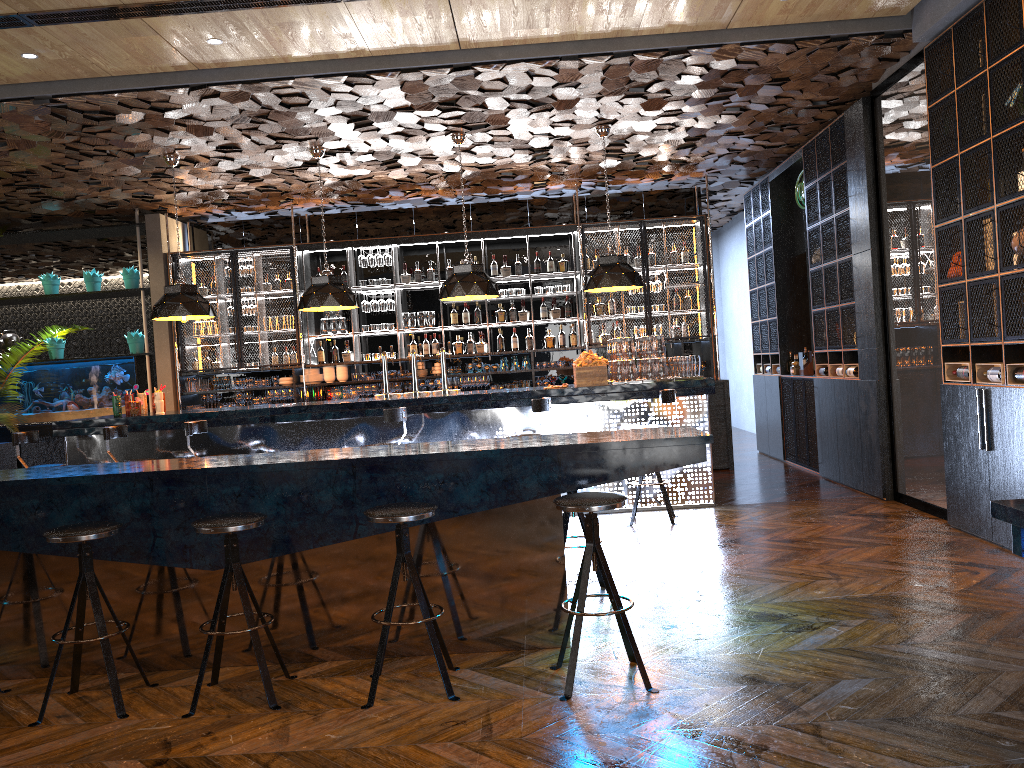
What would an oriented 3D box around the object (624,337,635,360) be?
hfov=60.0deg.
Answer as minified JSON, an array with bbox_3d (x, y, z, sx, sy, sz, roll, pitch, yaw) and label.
[{"bbox_3d":[1.084,-0.328,8.199,0.105,0.209,0.105,-3,1,27],"label":"object"}]

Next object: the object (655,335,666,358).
[{"bbox_3d":[1.366,-0.347,8.200,0.105,0.209,0.105,-3,1,27],"label":"object"}]

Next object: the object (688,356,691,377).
[{"bbox_3d":[1.640,-0.156,8.280,0.105,0.209,0.105,-3,1,27],"label":"object"}]

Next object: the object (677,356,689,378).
[{"bbox_3d":[1.578,-0.149,8.173,0.105,0.209,0.105,-4,1,-23],"label":"object"}]

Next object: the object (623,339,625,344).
[{"bbox_3d":[1.083,-0.337,8.647,0.105,0.209,0.105,-3,1,27],"label":"object"}]

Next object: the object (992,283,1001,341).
[{"bbox_3d":[3.331,-0.492,5.872,0.139,0.396,0.281,-4,1,-1],"label":"object"}]

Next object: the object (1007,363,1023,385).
[{"bbox_3d":[3.234,-0.063,5.437,0.126,0.132,0.396,-4,1,-10],"label":"object"}]

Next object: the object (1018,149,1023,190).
[{"bbox_3d":[3.190,-1.303,5.506,0.086,0.313,0.086,-3,2,45],"label":"object"}]

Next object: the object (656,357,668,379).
[{"bbox_3d":[1.379,-0.138,8.153,0.105,0.209,0.105,-3,1,27],"label":"object"}]

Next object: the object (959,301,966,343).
[{"bbox_3d":[3.357,-0.452,6.288,0.152,0.297,0.361,-4,1,-7],"label":"object"}]

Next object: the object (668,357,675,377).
[{"bbox_3d":[1.577,-0.159,8.621,0.105,0.209,0.105,-4,1,-23],"label":"object"}]

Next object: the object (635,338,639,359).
[{"bbox_3d":[1.268,-0.352,8.762,0.105,0.209,0.105,-3,1,27],"label":"object"}]

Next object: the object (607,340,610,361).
[{"bbox_3d":[0.986,-0.333,8.761,0.105,0.209,0.105,-3,1,27],"label":"object"}]

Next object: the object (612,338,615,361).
[{"bbox_3d":[0.987,-0.324,8.314,0.105,0.209,0.105,-3,1,27],"label":"object"}]

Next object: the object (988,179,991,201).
[{"bbox_3d":[3.243,-1.257,5.828,0.182,0.187,0.187,-3,1,37],"label":"object"}]

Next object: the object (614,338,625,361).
[{"bbox_3d":[0.993,-0.322,8.197,0.105,0.209,0.105,-3,1,27],"label":"object"}]

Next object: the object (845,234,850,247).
[{"bbox_3d":[3.290,-1.336,8.374,0.266,0.239,0.265,-4,1,-20],"label":"object"}]

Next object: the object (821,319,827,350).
[{"bbox_3d":[3.356,-0.540,9.266,0.175,0.351,0.369,-4,1,6],"label":"object"}]

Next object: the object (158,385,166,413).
[{"bbox_3d":[-3.352,0.144,8.447,0.080,0.277,0.091,-3,1,34],"label":"object"}]

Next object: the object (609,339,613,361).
[{"bbox_3d":[0.993,-0.331,8.645,0.105,0.209,0.105,-3,1,27],"label":"object"}]

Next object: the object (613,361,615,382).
[{"bbox_3d":[1.003,-0.117,8.375,0.105,0.209,0.105,-3,1,27],"label":"object"}]

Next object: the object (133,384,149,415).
[{"bbox_3d":[-3.562,0.145,8.541,0.116,0.298,0.105,-3,1,33],"label":"object"}]

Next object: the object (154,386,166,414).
[{"bbox_3d":[-3.302,0.150,8.319,0.081,0.264,0.099,-3,1,22],"label":"object"}]

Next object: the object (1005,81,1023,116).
[{"bbox_3d":[3.160,-1.725,5.425,0.165,0.294,0.229,-4,1,-29],"label":"object"}]

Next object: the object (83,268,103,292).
[{"bbox_3d":[-5.303,-1.303,11.243,0.255,0.325,0.244,-3,1,28],"label":"object"}]

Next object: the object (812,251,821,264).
[{"bbox_3d":[3.304,-1.340,9.234,0.192,0.221,0.403,-4,1,-29],"label":"object"}]

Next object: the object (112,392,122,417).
[{"bbox_3d":[-3.708,0.190,8.319,0.086,0.237,0.084,-3,1,21],"label":"object"}]

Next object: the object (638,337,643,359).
[{"bbox_3d":[1.275,-0.350,8.646,0.105,0.209,0.105,-3,1,27],"label":"object"}]

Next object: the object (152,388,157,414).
[{"bbox_3d":[-3.434,0.158,8.564,0.080,0.254,0.091,-4,1,4],"label":"object"}]

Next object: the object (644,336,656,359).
[{"bbox_3d":[1.275,-0.341,8.198,0.105,0.209,0.105,-3,1,27],"label":"object"}]

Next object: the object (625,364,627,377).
[{"bbox_3d":[1.120,-0.125,8.383,0.105,0.209,0.105,-3,1,27],"label":"object"}]

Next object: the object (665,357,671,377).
[{"bbox_3d":[1.580,-0.163,8.849,0.105,0.209,0.105,-3,1,27],"label":"object"}]

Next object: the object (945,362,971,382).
[{"bbox_3d":[3.218,-0.088,6.289,0.122,0.132,0.396,-4,1,4],"label":"object"}]

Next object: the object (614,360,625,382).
[{"bbox_3d":[0.985,-0.111,8.142,0.105,0.209,0.105,-3,1,27],"label":"object"}]

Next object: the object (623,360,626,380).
[{"bbox_3d":[1.096,-0.128,8.600,0.105,0.209,0.105,-3,1,27],"label":"object"}]

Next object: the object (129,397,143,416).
[{"bbox_3d":[-3.525,0.201,8.312,0.110,0.191,0.131,-4,1,14],"label":"object"}]

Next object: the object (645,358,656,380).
[{"bbox_3d":[1.268,-0.130,8.143,0.105,0.209,0.105,-3,1,27],"label":"object"}]

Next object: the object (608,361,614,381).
[{"bbox_3d":[0.985,-0.120,8.590,0.105,0.209,0.105,-3,1,27],"label":"object"}]

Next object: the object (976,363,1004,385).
[{"bbox_3d":[3.210,-0.071,5.856,0.122,0.132,0.396,-4,1,6],"label":"object"}]

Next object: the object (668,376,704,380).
[{"bbox_3d":[1.619,-0.059,8.287,0.273,0.019,0.437,-4,1,2],"label":"object"}]

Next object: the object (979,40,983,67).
[{"bbox_3d":[3.243,-2.172,5.819,0.152,0.297,0.361,-4,1,0],"label":"object"}]

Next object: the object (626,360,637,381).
[{"bbox_3d":[1.097,-0.119,8.152,0.105,0.209,0.105,-3,1,27],"label":"object"}]

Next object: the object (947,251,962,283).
[{"bbox_3d":[3.184,-0.838,6.293,0.138,0.222,0.278,-4,1,1],"label":"object"}]

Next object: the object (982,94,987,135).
[{"bbox_3d":[3.218,-1.761,5.835,0.119,0.352,0.222,-4,1,2],"label":"object"}]

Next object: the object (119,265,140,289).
[{"bbox_3d":[-4.821,-1.335,11.227,0.265,0.325,0.245,-4,1,-5],"label":"object"}]

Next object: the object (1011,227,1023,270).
[{"bbox_3d":[3.158,-0.841,5.436,0.164,0.266,0.237,-4,1,-27],"label":"object"}]

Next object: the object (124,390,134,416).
[{"bbox_3d":[-3.650,0.179,8.462,0.078,0.246,0.084,-4,1,0],"label":"object"}]

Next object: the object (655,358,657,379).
[{"bbox_3d":[1.403,-0.144,8.384,0.105,0.209,0.105,-3,1,27],"label":"object"}]

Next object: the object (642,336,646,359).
[{"bbox_3d":[1.269,-0.343,8.315,0.105,0.209,0.105,-3,1,27],"label":"object"}]

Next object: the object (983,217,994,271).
[{"bbox_3d":[3.319,-0.925,5.893,0.162,0.396,0.304,-4,1,-23],"label":"object"}]

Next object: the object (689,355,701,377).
[{"bbox_3d":[1.685,-0.156,8.158,0.105,0.209,0.105,-4,1,-23],"label":"object"}]

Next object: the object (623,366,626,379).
[{"bbox_3d":[1.001,-0.114,8.257,0.105,0.209,0.105,-3,1,27],"label":"object"}]

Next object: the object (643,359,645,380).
[{"bbox_3d":[1.285,-0.136,8.376,0.105,0.209,0.105,-3,1,27],"label":"object"}]

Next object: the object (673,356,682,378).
[{"bbox_3d":[1.581,-0.154,8.402,0.105,0.209,0.105,-3,1,27],"label":"object"}]
